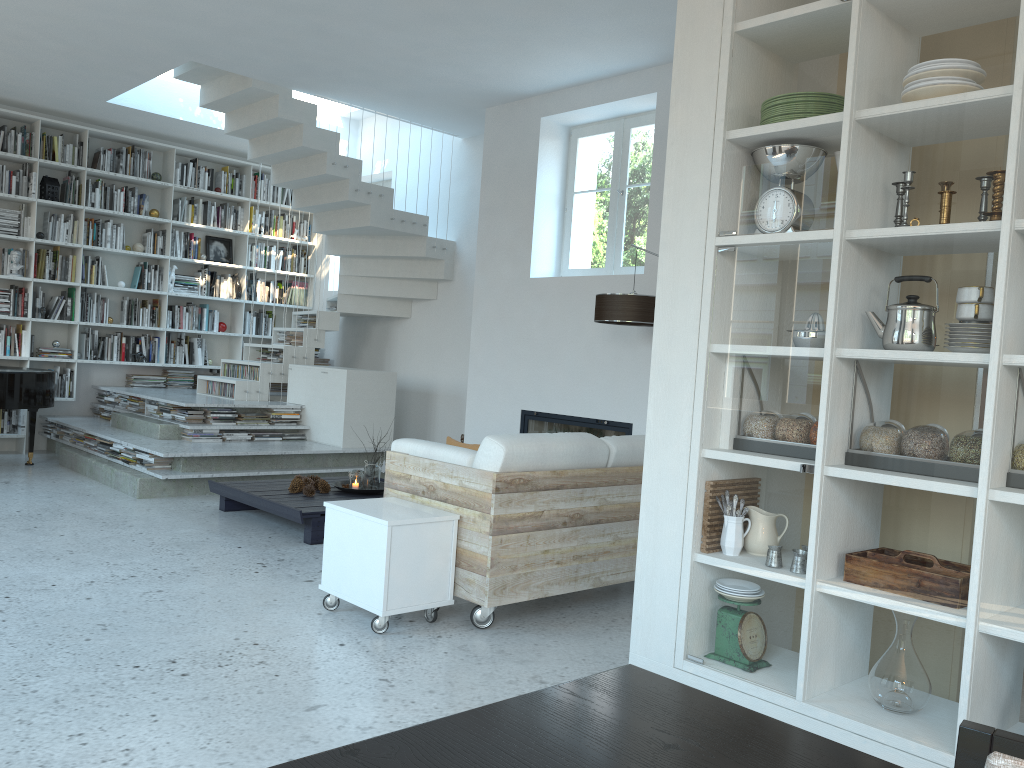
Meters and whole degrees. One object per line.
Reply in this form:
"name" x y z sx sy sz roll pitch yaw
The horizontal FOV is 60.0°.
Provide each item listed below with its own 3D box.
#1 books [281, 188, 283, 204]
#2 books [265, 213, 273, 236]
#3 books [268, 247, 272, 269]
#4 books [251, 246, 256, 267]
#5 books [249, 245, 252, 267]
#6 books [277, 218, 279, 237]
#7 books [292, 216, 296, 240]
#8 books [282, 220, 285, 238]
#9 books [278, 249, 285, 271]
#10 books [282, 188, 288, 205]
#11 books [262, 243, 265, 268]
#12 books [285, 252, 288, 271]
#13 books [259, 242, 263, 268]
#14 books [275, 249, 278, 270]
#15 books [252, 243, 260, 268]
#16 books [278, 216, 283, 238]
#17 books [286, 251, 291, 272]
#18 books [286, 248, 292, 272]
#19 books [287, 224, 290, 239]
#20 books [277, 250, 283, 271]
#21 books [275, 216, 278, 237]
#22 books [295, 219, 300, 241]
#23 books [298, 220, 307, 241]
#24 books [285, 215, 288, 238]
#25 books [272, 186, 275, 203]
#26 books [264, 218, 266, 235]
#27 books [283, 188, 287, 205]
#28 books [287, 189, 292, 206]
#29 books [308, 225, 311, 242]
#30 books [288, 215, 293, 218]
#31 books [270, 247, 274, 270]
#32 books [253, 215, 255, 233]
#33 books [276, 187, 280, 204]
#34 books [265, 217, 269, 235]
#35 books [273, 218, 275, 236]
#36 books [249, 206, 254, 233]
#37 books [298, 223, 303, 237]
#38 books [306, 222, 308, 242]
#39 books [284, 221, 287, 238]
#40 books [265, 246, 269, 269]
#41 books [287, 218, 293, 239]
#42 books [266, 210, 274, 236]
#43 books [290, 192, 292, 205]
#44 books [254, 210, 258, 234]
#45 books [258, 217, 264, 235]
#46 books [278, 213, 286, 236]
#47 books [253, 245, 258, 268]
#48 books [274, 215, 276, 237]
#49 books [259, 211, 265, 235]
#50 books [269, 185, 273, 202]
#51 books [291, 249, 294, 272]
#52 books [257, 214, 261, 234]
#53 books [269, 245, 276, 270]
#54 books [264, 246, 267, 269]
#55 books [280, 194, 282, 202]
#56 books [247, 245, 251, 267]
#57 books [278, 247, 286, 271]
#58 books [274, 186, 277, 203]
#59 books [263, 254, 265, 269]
"books" -2.645 -2.142 10.062 0.015 0.263 0.143 2 3 -43
"books" -2.728 -1.770 9.898 0.023 0.254 0.189 2 3 -43
"books" -2.767 -1.410 10.004 0.024 0.259 0.156 2 3 -43
"books" -2.907 -1.410 9.858 0.023 0.248 0.182 2 3 -43
"books" -2.944 -1.414 9.862 0.026 0.250 0.160 2 3 -43
"books" -2.668 -1.752 9.962 0.013 0.222 0.174 2 3 -43
"books" -2.543 -1.781 10.186 0.023 0.287 0.162 2 3 -43
"books" -2.640 -1.752 10.085 0.023 0.220 0.171 2 3 -43
"books" -2.652 -1.405 10.116 0.023 0.258 0.184 2 3 -43
"books" -2.618 -2.115 10.085 0.057 0.212 0.162 2 3 -43
"books" -2.827 -1.430 9.947 0.012 0.293 0.165 2 3 -43
"books" -2.623 -1.394 10.171 0.028 0.237 0.145 2 3 -43
"books" -2.847 -1.433 9.944 0.022 0.297 0.162 2 3 -43
"books" -2.707 -1.406 10.084 0.012 0.254 0.160 2 3 -43
"books" -2.863 -1.427 9.894 0.014 0.286 0.185 2 3 -43
"books" -2.663 -1.762 9.997 0.042 0.242 0.247 2 3 -43
"books" -2.595 -1.400 10.182 0.025 0.252 0.160 2 3 -43
"books" -2.575 -1.414 10.187 0.012 0.283 0.151 2 3 -43
"books" -2.598 -1.732 10.152 0.034 0.183 0.156 2 3 -43
"books" -2.673 -1.399 10.089 0.045 0.245 0.177 2 3 -43
"books" -2.684 -1.760 9.960 0.012 0.238 0.165 2 3 -43
"books" -2.508 -1.763 10.216 0.070 0.254 0.154 2 3 -43
"books" -2.443 -1.763 10.286 0.029 0.258 0.163 2 3 -43
"books" -2.617 -1.782 10.131 0.024 0.281 0.153 2 3 -43
"books" -2.725 -2.138 9.992 0.027 0.250 0.154 2 3 -43
"books" -2.806 -1.748 9.900 0.038 0.199 0.170 2 3 -43
"books" -2.601 -2.126 10.117 0.010 0.236 0.131 2 3 -43
"books" -2.574 -2.146 10.137 0.069 0.277 0.131 2 3 -43
"books" -2.389 -1.739 10.314 0.011 0.216 0.170 2 3 -43
"books" -2.563 -1.786 10.183 0.011 0.294 0.151 2 3 -43
"books" -2.749 -1.411 10.018 0.022 0.263 0.172 2 3 -43
"books" -2.881 -1.753 9.757 0.024 0.205 0.165 2 3 -43
"books" -2.675 -2.115 10.034 0.026 0.208 0.163 2 3 -43
"books" -2.760 -1.751 9.897 0.025 0.211 0.134 2 3 -43
"books" -2.706 -1.745 9.933 0.014 0.206 0.184 2 3 -43
"books" -2.890 -1.797 9.744 0.010 0.294 0.183 2 3 -43
"books" -2.474 -1.741 10.247 0.023 0.213 0.180 2 3 -43
"books" -2.418 -1.756 10.310 0.040 0.246 0.160 2 3 -43
"books" -2.616 -1.747 10.101 0.013 0.213 0.186 2 3 -43
"books" -2.792 -1.417 9.994 0.025 0.271 0.152 2 3 -43
"books" -2.562 -1.769 10.156 0.022 0.261 0.160 2 3 -43
"books" -2.713 -1.791 9.916 0.022 0.297 0.152 2 3 -43
"books" -2.525 -2.101 10.151 0.024 0.193 0.186 2 3 -43
"books" -2.856 -1.780 9.767 0.026 0.263 0.189 2 3 -43
"books" -2.808 -1.743 9.822 0.024 0.193 0.189 2 3 -43
"books" -2.630 -1.789 10.100 0.010 0.295 0.165 2 3 -43
"books" -2.888 -1.414 9.891 0.026 0.256 0.173 2 3 -43
"books" -2.696 -1.763 9.948 0.022 0.242 0.144 2 3 -43
"books" -2.798 -1.778 9.848 0.023 0.264 0.158 2 3 -43
"books" -2.748 -2.146 9.959 0.029 0.264 0.178 2 3 -43
"books" -2.563 -1.410 10.194 0.013 0.277 0.188 2 3 -43
"books" -2.837 -1.760 9.801 0.049 0.224 0.161 2 3 -43
"books" -2.732 -1.421 10.039 0.030 0.284 0.166 2 3 -43
"books" -2.800 -1.412 9.975 0.013 0.260 0.158 2 3 -43
"books" -2.657 -2.153 10.056 0.012 0.285 0.159 2 3 -43
"books" -2.950 -1.416 9.840 0.012 0.254 0.160 2 3 -43
"books" -2.639 -1.422 10.152 0.024 0.292 0.132 2 3 -43
"books" -2.701 -2.131 10.004 0.025 0.237 0.143 2 3 -43
"books" -2.826 -1.373 9.973 0.027 0.179 0.157 2 3 -43
